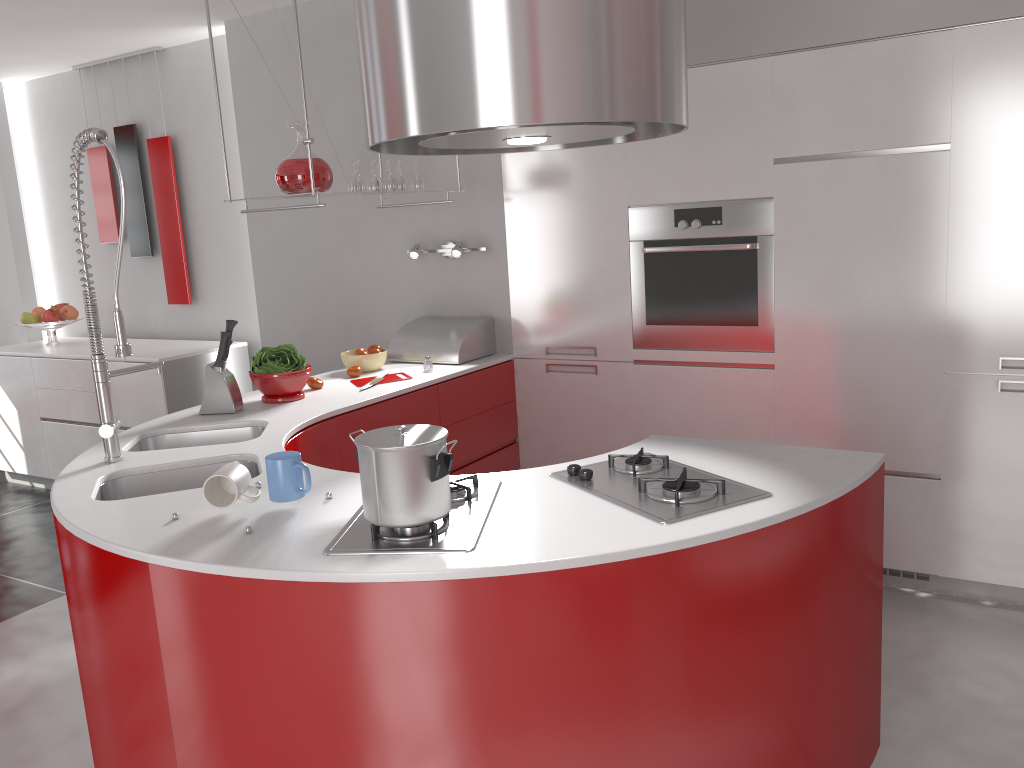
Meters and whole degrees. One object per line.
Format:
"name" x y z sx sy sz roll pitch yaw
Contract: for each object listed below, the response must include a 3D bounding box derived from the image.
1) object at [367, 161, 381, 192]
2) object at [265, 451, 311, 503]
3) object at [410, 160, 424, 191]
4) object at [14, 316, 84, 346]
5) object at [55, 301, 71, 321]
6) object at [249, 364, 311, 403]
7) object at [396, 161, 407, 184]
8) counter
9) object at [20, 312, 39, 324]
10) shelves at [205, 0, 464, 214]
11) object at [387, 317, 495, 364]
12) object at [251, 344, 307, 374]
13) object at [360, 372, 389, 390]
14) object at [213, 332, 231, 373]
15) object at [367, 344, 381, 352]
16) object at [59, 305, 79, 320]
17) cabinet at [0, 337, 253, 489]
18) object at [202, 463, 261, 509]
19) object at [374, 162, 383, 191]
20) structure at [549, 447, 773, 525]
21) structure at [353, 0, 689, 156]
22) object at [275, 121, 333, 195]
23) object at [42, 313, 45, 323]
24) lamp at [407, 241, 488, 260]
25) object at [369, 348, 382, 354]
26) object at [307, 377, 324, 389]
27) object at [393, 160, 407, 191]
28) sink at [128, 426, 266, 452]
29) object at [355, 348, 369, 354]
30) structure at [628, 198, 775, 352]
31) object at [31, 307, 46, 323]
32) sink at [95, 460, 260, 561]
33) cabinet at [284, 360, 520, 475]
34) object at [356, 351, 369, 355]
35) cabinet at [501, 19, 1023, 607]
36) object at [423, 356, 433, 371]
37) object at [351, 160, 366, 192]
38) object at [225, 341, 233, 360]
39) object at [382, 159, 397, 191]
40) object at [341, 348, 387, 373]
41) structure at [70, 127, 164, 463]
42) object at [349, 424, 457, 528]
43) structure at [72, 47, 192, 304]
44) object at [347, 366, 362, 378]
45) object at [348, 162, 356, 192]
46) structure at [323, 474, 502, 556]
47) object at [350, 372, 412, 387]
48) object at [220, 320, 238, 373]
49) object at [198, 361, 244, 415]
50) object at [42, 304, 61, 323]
"object" -0.588 -0.871 3.757 0.060 0.141 0.060 3 12 31
"object" -0.505 0.211 2.032 0.109 0.100 0.080 -3 11 5
"object" -0.415 -0.901 3.856 0.060 0.141 0.060 3 12 31
"object" -2.953 -0.331 5.687 0.398 0.159 0.398 -5 11 -8
"object" -2.938 -0.474 5.768 0.117 0.129 0.150 -6 11 -10
"object" -0.866 0.000 3.338 0.228 0.118 0.229 -3 11 3
"object" -0.493 -0.903 3.891 0.060 0.141 0.060 3 12 31
"counter" -0.425 0.549 2.971 1.868 0.880 2.865 -8 12 -24
"object" -3.038 -0.413 5.585 0.100 0.086 0.083 -5 11 -8
"shelves" -0.670 -1.217 3.508 0.462 1.023 0.934 3 12 31
"object" -0.332 -0.208 4.097 0.400 0.170 0.300 3 12 31
"object" -0.874 -0.050 3.319 0.193 0.182 0.198 4 13 37
"object" -0.549 -0.013 3.573 0.041 0.008 0.375 -2 11 9
"object" -1.036 -0.044 3.123 0.130 0.279 0.012 -3 11 3
"object" -0.612 -0.146 3.939 0.066 0.058 0.055 0 11 17
"object" -2.835 -0.458 5.693 0.097 0.101 0.121 -2 11 10
"cabinet" -2.456 0.202 5.505 1.802 0.880 0.610 3 12 31
"object" -0.634 0.230 2.022 0.109 0.080 0.100 -3 11 2
"object" -0.577 -0.889 3.849 0.060 0.141 0.060 -2 11 9
"structure" 0.324 0.213 2.023 0.303 0.037 0.457 -9 12 -28
"structure" 0.001 -0.958 1.714 0.644 0.958 0.644 -4 11 -2
"object" -0.783 -0.840 3.317 0.213 0.266 0.213 -10 12 -29
"object" -2.971 -0.423 5.696 0.086 0.079 0.084 -10 12 -29
"lamp" -0.326 -0.615 4.103 0.454 0.081 0.155 3 12 31
"object" -0.598 -0.131 3.880 0.062 0.049 0.066 2 12 28
"object" -0.781 -0.004 3.523 0.063 0.048 0.064 -2 11 10
"object" -0.485 -0.886 3.801 0.060 0.141 0.060 3 12 31
"sink" -0.996 0.267 2.852 0.428 0.172 0.326 -5 11 -7
"object" -0.657 -0.131 3.900 0.062 0.052 0.065 0 11 16
"structure" 0.746 -0.425 3.556 0.599 0.589 0.050 3 12 31
"object" -3.051 -0.447 5.728 0.096 0.105 0.117 -9 12 -28
"sink" -0.881 0.347 2.385 0.428 0.172 0.326 -7 11 -19
"cabinet" -0.251 0.469 3.169 1.025 0.761 1.875 -6 11 -13
"object" -0.648 -0.120 3.837 0.062 0.049 0.066 5 14 39
"cabinet" 1.178 -0.272 3.701 2.398 2.026 0.614 3 12 31
"object" -0.359 -0.088 3.778 0.042 0.066 0.043 7 15 44
"object" -0.639 -0.853 3.673 0.060 0.141 0.060 3 12 31
"object" -1.032 -0.056 3.176 0.091 0.197 0.009 -3 11 3
"object" -0.515 -0.867 3.707 0.060 0.141 0.060 3 12 31
"object" -0.646 -0.099 3.889 0.201 0.086 0.201 3 13 32
"structure" -1.116 -0.235 2.491 0.178 0.920 0.308 -6 11 -14
"object" -0.218 0.176 1.801 0.218 0.185 0.189 -5 11 -6
"structure" -2.358 -1.244 5.509 0.820 1.503 0.040 3 12 31
"object" -0.666 -0.051 3.747 0.063 0.047 0.065 3 12 31
"object" -0.671 -0.870 3.779 0.060 0.141 0.060 -2 11 9
"structure" -0.197 0.265 1.918 0.303 0.037 0.457 -2 11 7
"object" -0.535 -0.018 3.628 0.266 0.006 0.168 -10 12 -31
"object" -1.026 -0.065 3.147 0.150 0.322 0.014 -3 11 3
"object" -1.049 0.011 3.164 0.137 0.178 0.091 -3 11 5
"object" -2.912 -0.440 5.587 0.117 0.133 0.097 1 11 21
